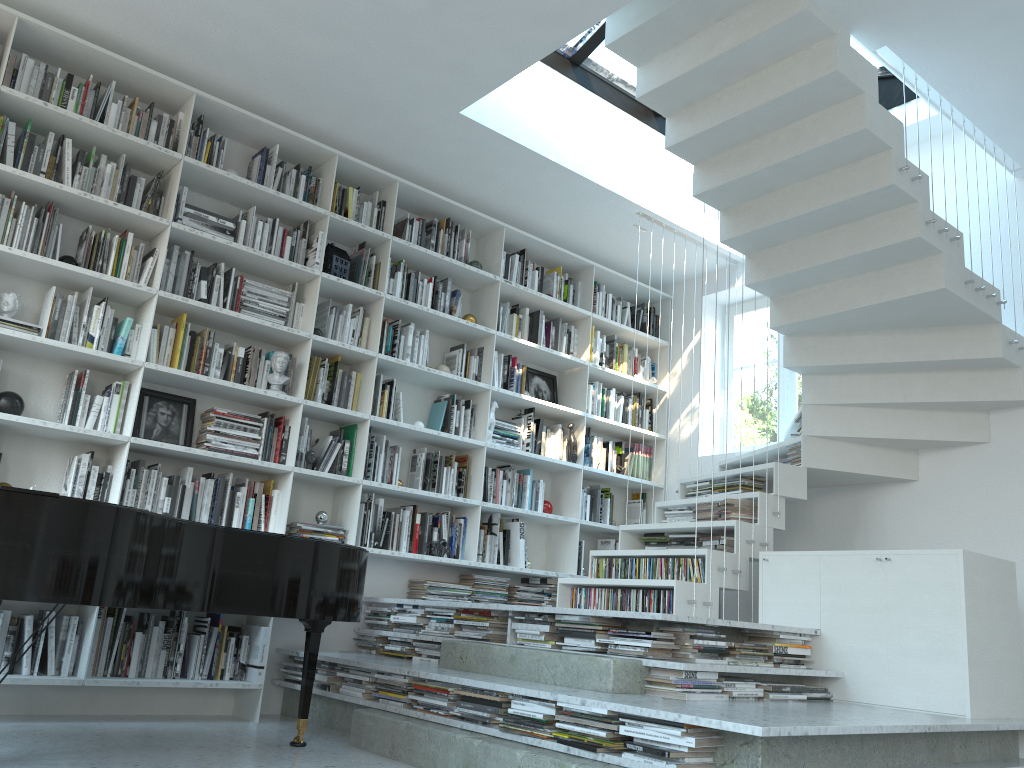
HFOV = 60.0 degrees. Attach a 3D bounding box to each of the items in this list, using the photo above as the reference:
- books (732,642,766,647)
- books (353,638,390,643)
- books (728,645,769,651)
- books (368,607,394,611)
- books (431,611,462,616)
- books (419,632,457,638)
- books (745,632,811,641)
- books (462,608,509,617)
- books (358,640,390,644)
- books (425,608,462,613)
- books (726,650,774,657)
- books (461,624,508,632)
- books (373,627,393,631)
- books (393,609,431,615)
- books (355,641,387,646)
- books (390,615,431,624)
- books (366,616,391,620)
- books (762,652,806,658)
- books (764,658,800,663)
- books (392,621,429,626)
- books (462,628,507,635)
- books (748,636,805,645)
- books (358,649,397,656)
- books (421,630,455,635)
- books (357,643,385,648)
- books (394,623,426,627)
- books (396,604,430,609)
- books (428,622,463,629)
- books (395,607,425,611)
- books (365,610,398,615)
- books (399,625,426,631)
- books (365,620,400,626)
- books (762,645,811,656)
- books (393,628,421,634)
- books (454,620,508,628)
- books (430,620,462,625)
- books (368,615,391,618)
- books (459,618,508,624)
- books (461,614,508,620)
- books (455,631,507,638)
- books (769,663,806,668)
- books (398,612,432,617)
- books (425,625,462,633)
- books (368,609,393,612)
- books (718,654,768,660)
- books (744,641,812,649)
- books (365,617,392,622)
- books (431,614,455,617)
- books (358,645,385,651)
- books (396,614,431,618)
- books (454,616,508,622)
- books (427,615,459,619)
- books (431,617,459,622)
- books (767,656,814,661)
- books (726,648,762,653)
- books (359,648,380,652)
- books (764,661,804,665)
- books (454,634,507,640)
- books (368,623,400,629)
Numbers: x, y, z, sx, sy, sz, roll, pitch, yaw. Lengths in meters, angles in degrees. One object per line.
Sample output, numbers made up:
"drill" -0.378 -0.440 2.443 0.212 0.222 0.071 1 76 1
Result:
"books" 0.981 1.135 3.873 0.204 0.011 0.173 19 -20 -42
"books" -0.761 1.463 5.047 0.185 0.006 0.262 16 -19 -36
"books" 0.976 1.147 3.875 0.246 0.013 0.173 17 -19 -38
"books" -0.690 1.295 5.094 0.159 0.011 0.246 18 -20 -40
"books" -0.305 1.206 4.647 0.149 0.013 0.220 15 -18 -34
"books" -0.325 1.308 4.611 0.183 0.012 0.297 17 -19 -38
"books" 1.218 1.156 4.060 0.286 0.013 0.181 19 -20 -42
"books" -0.121 1.144 4.434 0.139 0.028 0.262 14 -18 -32
"books" -0.754 1.471 5.052 0.153 0.005 0.242 15 -18 -33
"books" -0.314 1.190 4.643 0.165 0.015 0.243 19 -20 -42
"books" 0.985 1.167 3.856 0.274 0.014 0.188 19 -20 -42
"books" -0.128 1.215 4.414 0.159 0.018 0.203 17 -20 -39
"books" -0.688 1.404 5.075 0.134 0.014 0.181 18 -20 -40
"books" -0.503 1.255 4.874 0.163 0.018 0.290 17 -19 -38
"books" -0.753 1.480 5.052 0.159 0.012 0.279 17 -19 -38
"books" -0.519 1.292 4.853 0.189 0.030 0.238 18 -20 -40
"books" -0.692 1.346 5.082 0.156 0.009 0.287 17 -20 -39
"books" 1.199 1.236 4.055 0.268 0.014 0.160 17 -19 -38
"books" 1.193 1.259 4.053 0.263 0.016 0.132 19 -20 -42
"books" -0.510 1.314 4.857 0.163 0.008 0.295 17 -20 -39
"books" -0.120 1.234 4.417 0.138 0.017 0.237 17 -19 -38
"books" 1.209 1.175 4.063 0.192 0.024 0.167 14 -18 -32
"books" -0.758 1.524 5.039 0.164 0.019 0.187 17 -19 -38
"books" -0.327 1.296 4.611 0.190 0.012 0.235 17 -20 -39
"books" -0.756 1.491 5.047 0.170 0.012 0.215 16 -19 -37
"books" -0.508 1.323 4.857 0.153 0.009 0.259 18 -20 -40
"books" -0.508 1.228 4.875 0.171 0.020 0.193 19 -20 -42
"books" -0.309 1.264 4.633 0.154 0.018 0.221 17 -19 -38
"books" -0.501 1.243 4.878 0.160 0.007 0.285 17 -19 -38
"books" -0.700 1.313 5.082 0.171 0.015 0.253 19 -20 -42
"books" -0.499 1.340 4.861 0.131 0.021 0.240 16 -19 -35
"books" -0.703 1.367 5.069 0.175 0.017 0.265 15 -18 -34
"books" 1.206 1.213 4.054 0.284 0.030 0.177 16 -19 -36
"books" -0.515 1.354 4.845 0.173 0.016 0.233 17 -19 -38
"books" -0.134 1.196 4.413 0.179 0.017 0.293 16 -19 -36
"books" -0.305 1.250 4.639 0.150 0.013 0.215 16 -19 -37
"books" -0.685 1.340 5.089 0.145 0.008 0.298 17 -19 -38
"books" -0.130 1.183 4.419 0.161 0.012 0.254 15 -18 -33
"books" -0.114 1.166 4.436 0.129 0.013 0.296 17 -20 -39
"books" -0.138 1.244 4.400 0.178 0.014 0.247 17 -20 -39
"books" 1.202 1.278 4.036 0.220 0.011 0.177 17 -20 -39
"books" -0.504 1.270 4.871 0.143 0.012 0.264 14 -18 -32
"books" -0.319 1.281 4.621 0.164 0.023 0.242 15 -18 -33
"books" -0.691 1.304 5.091 0.167 0.008 0.234 17 -19 -38
"books" 0.974 1.184 3.864 0.215 0.015 0.177 16 -19 -36
"books" 1.212 1.192 4.054 0.262 0.012 0.180 15 -18 -33
"books" -0.698 1.354 5.076 0.180 0.012 0.262 16 -19 -37
"books" -0.306 1.217 4.644 0.160 0.010 0.179 16 -19 -37
"books" -0.749 1.506 5.050 0.148 0.014 0.292 16 -19 -37
"books" -0.509 1.277 4.865 0.172 0.007 0.206 16 -19 -35
"books" -0.134 1.171 4.417 0.187 0.009 0.261 17 -19 -38
"books" -0.311 1.225 4.639 0.167 0.008 0.234 17 -19 -38
"books" -0.306 1.236 4.641 0.145 0.013 0.221 15 -18 -34
"books" 1.211 1.243 4.037 0.281 0.008 0.181 14 -18 -32
"books" 0.971 1.159 3.876 0.180 0.010 0.160 16 -19 -35
"books" -0.756 1.513 5.042 0.144 0.005 0.257 14 -18 -32
"books" 1.196 1.269 4.046 0.259 0.009 0.152 18 -20 -40
"books" -0.144 1.254 4.393 0.182 0.011 0.254 15 -18 -33
"books" -0.697 1.386 5.070 0.163 0.017 0.233 16 -19 -35
